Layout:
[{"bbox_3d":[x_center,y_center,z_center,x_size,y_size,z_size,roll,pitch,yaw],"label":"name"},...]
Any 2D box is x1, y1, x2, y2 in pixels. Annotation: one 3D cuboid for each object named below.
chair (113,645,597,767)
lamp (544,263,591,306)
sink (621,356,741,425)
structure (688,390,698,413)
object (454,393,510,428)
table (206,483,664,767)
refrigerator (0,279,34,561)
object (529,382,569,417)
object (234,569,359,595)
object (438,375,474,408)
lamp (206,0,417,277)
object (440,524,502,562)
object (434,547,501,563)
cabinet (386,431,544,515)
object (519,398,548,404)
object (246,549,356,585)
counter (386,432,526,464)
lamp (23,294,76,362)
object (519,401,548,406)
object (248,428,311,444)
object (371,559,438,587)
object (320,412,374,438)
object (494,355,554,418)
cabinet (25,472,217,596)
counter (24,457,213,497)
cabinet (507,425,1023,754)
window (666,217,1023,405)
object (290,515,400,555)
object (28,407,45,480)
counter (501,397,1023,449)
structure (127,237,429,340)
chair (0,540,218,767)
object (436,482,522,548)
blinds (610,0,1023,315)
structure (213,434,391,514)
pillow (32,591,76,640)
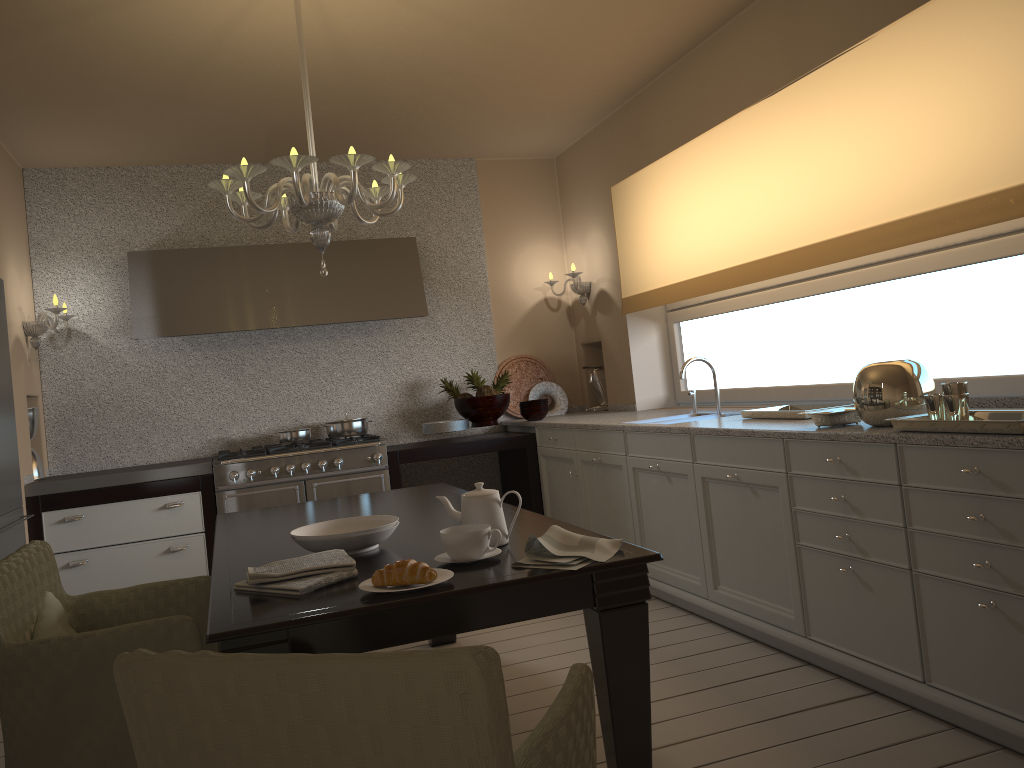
[{"bbox_3d":[-0.163,0.715,1.313,0.563,0.802,0.561,-7,-1,18],"label":"chair"},{"bbox_3d":[0.407,-0.638,5.834,0.264,0.267,0.478,-6,0,-20],"label":"lamp"},{"bbox_3d":[0.800,0.120,4.159,0.459,0.482,0.537,-6,-1,-18],"label":"sink"},{"bbox_3d":[0.929,0.101,4.535,0.037,0.135,0.024,-5,-2,-18],"label":"structure"},{"bbox_3d":[-0.178,0.169,5.528,0.352,0.188,0.350,-6,0,-35],"label":"object"},{"bbox_3d":[-0.386,0.760,2.662,0.919,0.654,1.987,-6,0,-18],"label":"table"},{"bbox_3d":[-2.560,0.361,3.746,0.742,1.736,1.101,-6,-1,-18],"label":"refrigerator"},{"bbox_3d":[0.243,0.118,5.954,0.282,0.273,0.092,-6,-2,-17],"label":"object"},{"bbox_3d":[-0.480,0.435,1.969,0.231,0.027,0.165,-6,0,37],"label":"object"},{"bbox_3d":[-0.341,0.078,5.569,0.278,0.285,0.138,-7,-2,28],"label":"object"},{"bbox_3d":[-0.691,-0.923,3.008,0.675,1.129,0.700,-6,-1,0],"label":"lamp"},{"bbox_3d":[-0.100,0.365,2.029,0.125,0.070,0.116,-6,0,-25],"label":"object"},{"bbox_3d":[-0.100,0.396,2.026,0.153,0.012,0.154,-6,0,33],"label":"object"},{"bbox_3d":[-0.338,0.708,5.426,0.897,0.725,0.599,-6,-1,-18],"label":"cabinet"},{"bbox_3d":[0.138,0.131,5.470,0.180,0.065,0.180,-6,0,-10],"label":"object"},{"bbox_3d":[-0.480,0.421,2.006,0.233,0.051,0.164,-6,0,-18],"label":"object"},{"bbox_3d":[-0.372,0.387,5.438,0.765,0.079,0.599,-6,0,-18],"label":"counter"},{"bbox_3d":[-2.551,-0.296,4.858,0.269,0.341,0.478,-6,-1,-20],"label":"lamp"},{"bbox_3d":[0.137,0.145,5.469,0.180,0.064,0.180,-6,0,-10],"label":"object"},{"bbox_3d":[-1.369,0.312,5.300,0.370,0.090,0.198,-6,0,24],"label":"object"},{"bbox_3d":[-0.219,0.384,1.806,0.138,0.051,0.062,-6,-1,1],"label":"object"},{"bbox_3d":[-0.999,0.244,5.372,0.265,0.146,0.266,-6,0,30],"label":"object"},{"bbox_3d":[0.085,0.016,5.986,0.431,0.431,0.064,-6,-2,-18],"label":"object"},{"bbox_3d":[-2.067,0.894,4.841,0.897,0.725,0.635,-6,-1,-18],"label":"cabinet"},{"bbox_3d":[-2.113,0.501,4.868,0.897,0.062,0.599,-6,0,-18],"label":"counter"},{"bbox_3d":[0.977,0.547,4.046,0.847,0.772,4.214,-6,0,-18],"label":"cabinet"},{"bbox_3d":[1.500,-0.596,3.757,0.047,1.354,3.560,-5,0,-18],"label":"window"},{"bbox_3d":[-0.435,0.404,2.330,0.282,0.066,0.281,-6,0,-24],"label":"object"},{"bbox_3d":[-2.653,0.330,4.836,0.155,0.394,0.154,-5,-2,-29],"label":"object"},{"bbox_3d":[0.880,0.145,4.039,0.653,0.068,4.231,-6,0,-18],"label":"counter"},{"bbox_3d":[-1.386,-0.576,5.331,1.663,0.511,0.479,-6,-1,-18],"label":"structure"},{"bbox_3d":[-0.999,0.802,2.278,0.562,0.802,0.562,-6,-1,-12],"label":"chair"},{"bbox_3d":[-0.079,0.322,2.189,0.198,0.156,0.118,-6,-1,-12],"label":"object"},{"bbox_3d":[1.180,-0.860,3.695,0.022,0.783,3.542,-5,0,-18],"label":"blinds"},{"bbox_3d":[-1.194,0.744,5.093,0.930,0.806,0.704,-6,-1,-18],"label":"structure"},{"bbox_3d":[-1.118,0.683,2.270,0.192,0.295,0.439,-6,-1,-19],"label":"pillow"}]
